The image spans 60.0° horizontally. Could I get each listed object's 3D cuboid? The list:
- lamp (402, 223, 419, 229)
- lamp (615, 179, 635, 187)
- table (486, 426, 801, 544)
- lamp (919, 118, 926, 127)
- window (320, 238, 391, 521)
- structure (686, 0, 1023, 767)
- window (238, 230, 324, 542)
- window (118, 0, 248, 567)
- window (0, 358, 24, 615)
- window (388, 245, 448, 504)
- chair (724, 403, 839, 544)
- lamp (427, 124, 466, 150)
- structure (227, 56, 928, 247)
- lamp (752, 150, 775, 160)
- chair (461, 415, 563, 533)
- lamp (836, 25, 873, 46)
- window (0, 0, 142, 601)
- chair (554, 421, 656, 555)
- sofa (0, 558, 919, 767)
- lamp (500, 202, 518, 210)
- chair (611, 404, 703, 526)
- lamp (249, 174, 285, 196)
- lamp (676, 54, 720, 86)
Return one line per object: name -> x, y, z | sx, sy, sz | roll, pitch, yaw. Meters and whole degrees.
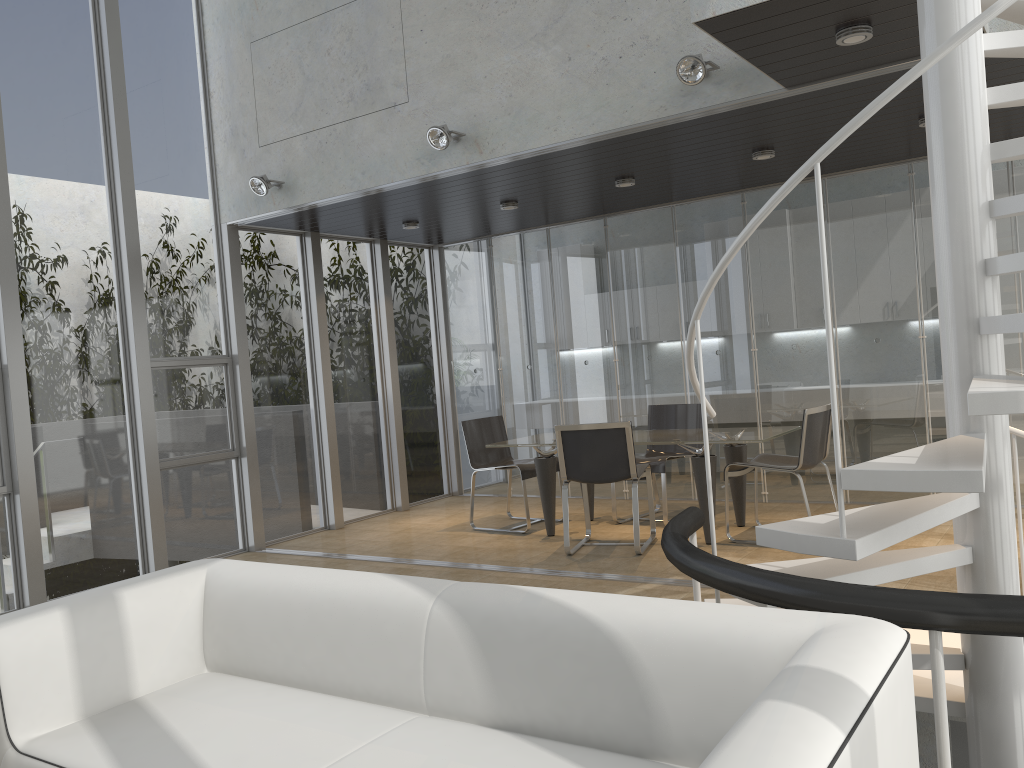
lamp -> -0.908, -1.420, 7.962 | 0.149, 0.038, 0.149 | -6, 2, -41
lamp -> 0.862, -1.534, 6.761 | 0.149, 0.038, 0.149 | -6, 2, -41
table -> 0.996, 0.765, 6.848 | 2.250, 0.733, 0.900 | -4, 2, 34
lamp -> 2.632, -1.648, 5.560 | 0.149, 0.038, 0.149 | -6, 2, -41
window -> -1.516, -0.051, 8.486 | 0.010, 2.645, 0.741 | -4, 2, 34
structure -> 0.765, 0.735, 5.584 | 6.700, 6.900, 4.916 | -4, 2, 34
window -> -2.025, 0.006, 7.730 | 0.010, 2.645, 0.741 | -4, 2, 34
window -> -2.641, -1.432, 6.932 | 0.050, 5.700, 0.800 | -4, 2, 34
window -> -3.660, -1.317, 5.420 | 0.050, 5.700, 0.800 | -4, 2, 34
window -> -1.006, -0.109, 9.243 | 0.010, 2.645, 0.741 | -4, 2, 34
chair -> 1.892, 0.620, 6.218 | 0.660, 0.922, 0.546 | -4, 2, 39
lamp -> -0.434, -1.592, 5.763 | 0.197, 0.154, 0.254 | -4, 2, 34
structure -> -2.167, -1.866, 4.111 | 9.817, 6.605, 10.665 | -4, 2, 33
lamp -> 1.747, -1.591, 6.160 | 0.149, 0.038, 0.149 | -6, 2, -41
chair -> 0.009, 0.741, 7.503 | 0.660, 0.922, 0.546 | -4, 2, 39
lamp -> 1.491, -1.519, 3.865 | 0.149, 0.038, 0.149 | -6, 2, -41
window -> -3.163, -1.374, 6.184 | 0.010, 5.650, 0.741 | -4, 2, 34
chair -> 0.680, 0.714, 6.358 | 0.546, 0.922, 0.660 | -4, 1, 19
sofa -> -0.370, 0.949, 2.410 | 2.601, 0.638, 0.971 | -4, 2, 34
lamp -> -0.023, -1.477, 7.361 | 0.149, 0.038, 0.149 | -6, 2, -41
chair -> 1.204, 0.652, 7.254 | 0.546, 0.922, 0.660 | -3, 2, 44
lamp -> -1.872, -1.499, 6.723 | 0.197, 0.154, 0.228 | -4, 2, 34
lamp -> 0.997, -1.685, 4.792 | 0.197, 0.154, 0.254 | -4, 2, 34
